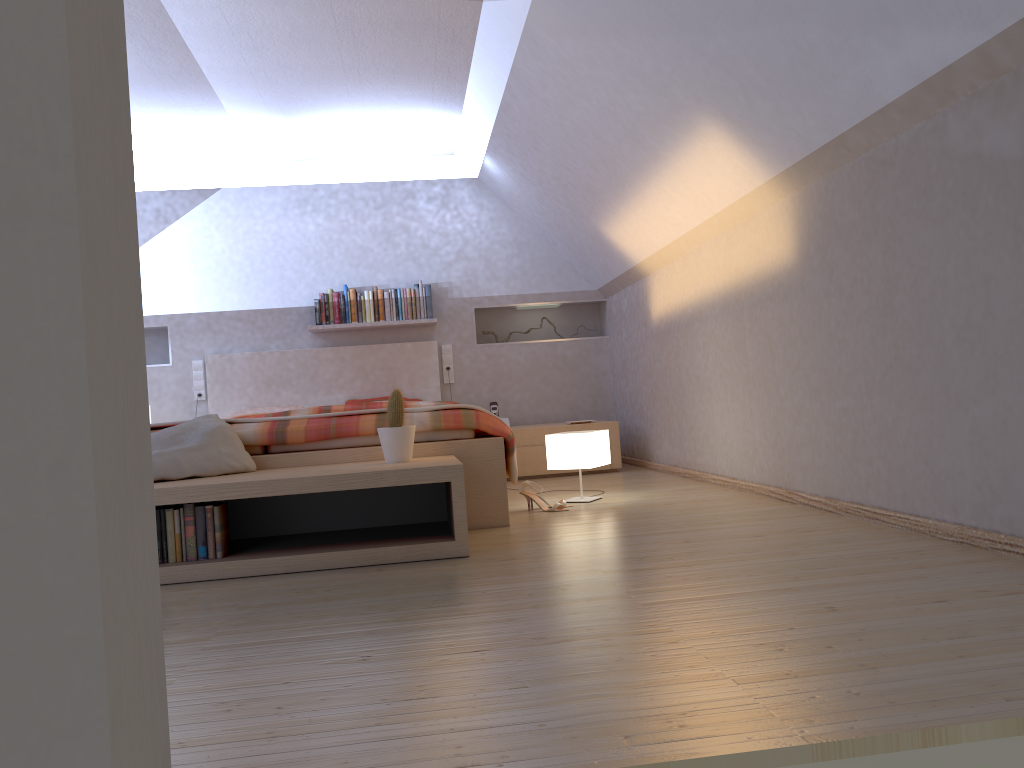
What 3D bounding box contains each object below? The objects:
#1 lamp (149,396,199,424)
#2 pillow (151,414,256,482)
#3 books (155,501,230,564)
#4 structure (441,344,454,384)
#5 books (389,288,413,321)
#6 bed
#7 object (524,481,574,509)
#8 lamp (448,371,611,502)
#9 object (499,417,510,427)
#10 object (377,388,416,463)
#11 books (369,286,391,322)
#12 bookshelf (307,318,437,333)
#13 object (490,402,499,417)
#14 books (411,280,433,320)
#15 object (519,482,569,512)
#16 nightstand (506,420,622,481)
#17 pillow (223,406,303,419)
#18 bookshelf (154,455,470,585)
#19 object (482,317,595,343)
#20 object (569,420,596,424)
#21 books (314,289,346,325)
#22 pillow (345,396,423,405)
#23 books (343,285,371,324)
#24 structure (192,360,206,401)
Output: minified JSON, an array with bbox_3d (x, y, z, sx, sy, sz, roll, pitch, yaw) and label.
[{"bbox_3d":[-2.490,0.349,6.081,0.318,0.515,0.684,-5,-1,22],"label":"lamp"},{"bbox_3d":[-1.292,0.243,3.361,0.498,0.241,0.470,-3,-2,-42],"label":"pillow"},{"bbox_3d":[-1.284,0.498,2.922,0.652,0.193,0.157,-4,-1,-7],"label":"books"},{"bbox_3d":[-0.477,-0.148,6.589,0.077,0.286,0.034,-4,-1,-7],"label":"structure"},{"bbox_3d":[-0.809,-0.568,6.457,0.159,0.231,0.200,-4,-1,-7],"label":"books"},{"bbox_3d":[-1.167,0.191,4.966,2.087,0.994,3.009,-4,-1,-7],"label":"bed"},{"bbox_3d":[0.163,0.506,4.103,0.235,0.132,0.079,-4,-1,-1],"label":"object"},{"bbox_3d":[0.029,0.215,5.371,0.396,0.788,2.551,-4,-1,-16],"label":"lamp"},{"bbox_3d":[-0.120,0.278,6.405,0.192,0.087,0.153,-4,-1,-7],"label":"object"},{"bbox_3d":[-0.433,0.153,3.317,0.144,0.294,0.144,-5,-1,18],"label":"object"},{"bbox_3d":[-0.957,-0.572,6.435,0.140,0.260,0.209,-4,-1,-7],"label":"books"},{"bbox_3d":[-1.004,-0.424,6.425,0.916,0.028,0.223,-4,-1,-7],"label":"bookshelf"},{"bbox_3d":[-0.126,0.213,6.426,0.060,0.169,0.079,-4,-1,-7],"label":"object"},{"bbox_3d":[-0.660,-0.603,6.476,0.145,0.281,0.200,-4,-1,-7],"label":"books"},{"bbox_3d":[0.143,0.505,4.002,0.235,0.132,0.079,-5,-1,25],"label":"object"},{"bbox_3d":[0.232,0.450,6.130,0.859,0.329,0.847,-4,-1,-7],"label":"nightstand"},{"bbox_3d":[-1.745,0.251,6.129,0.572,0.180,0.492,-4,-1,-7],"label":"pillow"},{"bbox_3d":[-0.928,0.476,3.146,1.495,0.303,0.643,-4,-1,-7],"label":"bookshelf"},{"bbox_3d":[0.225,-0.420,6.830,0.905,0.193,0.085,-4,-1,-7],"label":"object"},{"bbox_3d":[0.457,0.255,5.919,0.179,0.015,0.177,-4,-1,-6],"label":"object"},{"bbox_3d":[-1.306,-0.548,6.390,0.209,0.260,0.215,-4,-1,-7],"label":"books"},{"bbox_3d":[-0.890,0.177,6.184,0.566,0.188,0.497,-4,-1,-6],"label":"pillow"},{"bbox_3d":[-1.116,-0.572,6.420,0.178,0.281,0.200,-4,-1,-7],"label":"books"},{"bbox_3d":[-2.248,-0.026,6.374,0.077,0.286,0.034,-4,-1,-7],"label":"structure"}]
